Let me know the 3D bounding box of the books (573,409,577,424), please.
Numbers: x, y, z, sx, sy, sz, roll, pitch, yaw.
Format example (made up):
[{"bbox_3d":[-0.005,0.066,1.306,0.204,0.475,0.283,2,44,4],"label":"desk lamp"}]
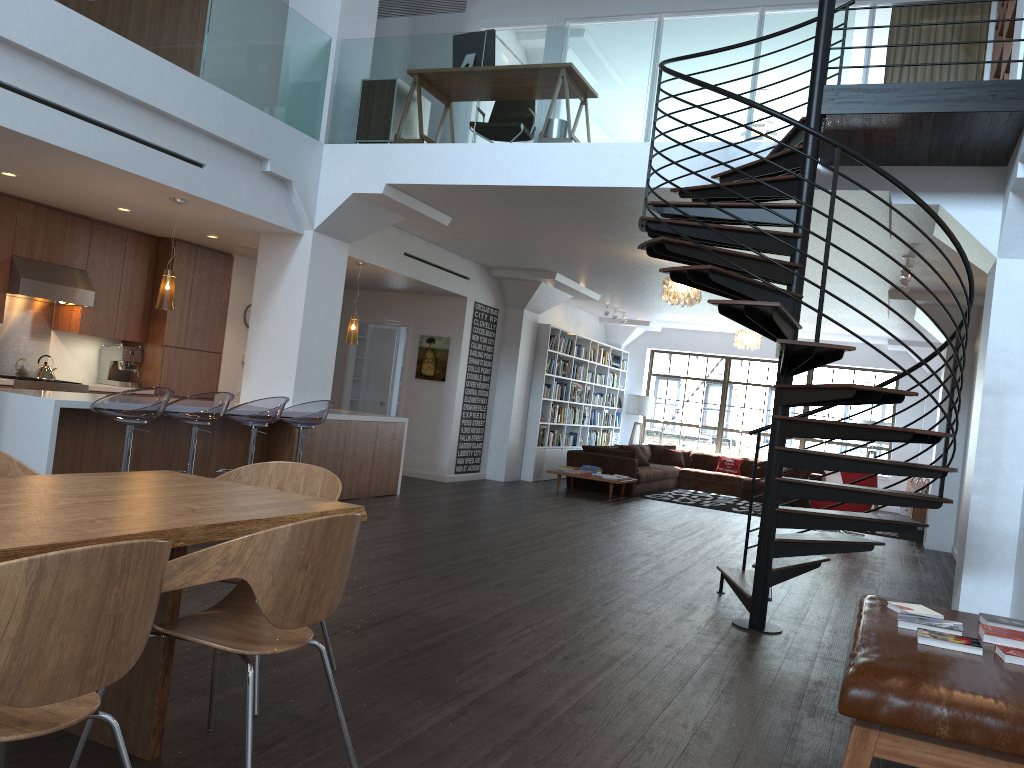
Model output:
[{"bbox_3d":[0.996,0.550,15.092,0.183,0.253,0.034,6,-1,23],"label":"books"}]

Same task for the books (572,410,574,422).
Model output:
[{"bbox_3d":[0.946,0.546,14.986,0.171,0.246,0.057,6,-1,23],"label":"books"}]

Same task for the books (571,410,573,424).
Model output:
[{"bbox_3d":[0.932,0.540,14.944,0.183,0.253,0.034,6,-1,23],"label":"books"}]

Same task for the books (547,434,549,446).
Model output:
[{"bbox_3d":[0.481,0.836,14.022,0.198,0.284,0.049,6,-1,23],"label":"books"}]

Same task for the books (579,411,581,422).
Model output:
[{"bbox_3d":[1.093,0.578,15.361,0.168,0.231,0.037,6,-1,23],"label":"books"}]

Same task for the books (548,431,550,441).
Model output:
[{"bbox_3d":[0.503,0.856,14.055,0.160,0.251,0.031,6,-1,23],"label":"books"}]

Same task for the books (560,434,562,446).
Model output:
[{"bbox_3d":[0.732,0.915,14.577,0.161,0.207,0.135,6,-1,23],"label":"books"}]

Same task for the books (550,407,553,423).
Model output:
[{"bbox_3d":[0.540,0.480,14.038,0.189,0.247,0.057,6,-1,23],"label":"books"}]

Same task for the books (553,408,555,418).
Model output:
[{"bbox_3d":[0.590,0.492,14.168,0.159,0.241,0.038,6,-1,23],"label":"books"}]

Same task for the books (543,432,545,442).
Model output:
[{"bbox_3d":[0.418,0.856,13.854,0.161,0.223,0.033,6,-1,23],"label":"books"}]

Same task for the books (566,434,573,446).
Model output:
[{"bbox_3d":[0.968,0.960,15.140,0.139,0.191,0.036,6,-1,23],"label":"books"}]

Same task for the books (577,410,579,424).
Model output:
[{"bbox_3d":[1.054,0.560,15.263,0.183,0.253,0.034,6,-1,23],"label":"books"}]

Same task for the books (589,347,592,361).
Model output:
[{"bbox_3d":[1.289,-0.537,15.519,0.183,0.253,0.042,6,-1,23],"label":"books"}]

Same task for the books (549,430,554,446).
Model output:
[{"bbox_3d":[0.575,0.865,14.227,0.183,0.253,0.042,6,-1,23],"label":"books"}]

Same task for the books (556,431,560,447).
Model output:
[{"bbox_3d":[0.672,0.881,14.445,0.183,0.253,0.042,6,-1,23],"label":"books"}]

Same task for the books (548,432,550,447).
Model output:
[{"bbox_3d":[0.522,0.872,14.080,0.161,0.223,0.032,6,-1,23],"label":"books"}]

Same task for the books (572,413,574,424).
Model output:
[{"bbox_3d":[0.963,0.560,15.024,0.161,0.223,0.027,6,-1,23],"label":"books"}]

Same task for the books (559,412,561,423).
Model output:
[{"bbox_3d":[0.708,0.516,14.447,0.168,0.231,0.037,6,-1,23],"label":"books"}]

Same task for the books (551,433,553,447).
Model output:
[{"bbox_3d":[0.568,0.889,14.189,0.161,0.223,0.030,6,-1,23],"label":"books"}]

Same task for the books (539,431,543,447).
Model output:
[{"bbox_3d":[0.369,0.840,13.714,0.174,0.240,0.054,6,-1,23],"label":"books"}]

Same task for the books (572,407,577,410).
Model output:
[{"bbox_3d":[1.003,0.533,15.127,0.176,0.290,0.036,6,-1,23],"label":"books"}]

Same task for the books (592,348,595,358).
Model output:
[{"bbox_3d":[1.372,-0.522,15.725,0.160,0.251,0.031,6,-1,23],"label":"books"}]

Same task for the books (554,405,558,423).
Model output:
[{"bbox_3d":[0.644,0.475,14.288,0.176,0.290,0.053,6,-1,23],"label":"books"}]

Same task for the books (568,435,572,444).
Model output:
[{"bbox_3d":[0.959,0.965,15.112,0.128,0.178,0.021,6,-1,23],"label":"books"}]

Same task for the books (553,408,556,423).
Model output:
[{"bbox_3d":[0.611,0.492,14.210,0.171,0.246,0.057,6,-1,23],"label":"books"}]

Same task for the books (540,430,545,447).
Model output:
[{"bbox_3d":[0.404,0.839,13.821,0.183,0.253,0.042,6,-1,23],"label":"books"}]

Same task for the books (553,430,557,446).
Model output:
[{"bbox_3d":[0.633,0.873,14.368,0.180,0.259,0.042,6,-1,23],"label":"books"}]

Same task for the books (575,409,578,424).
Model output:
[{"bbox_3d":[1.021,0.552,15.171,0.180,0.259,0.060,6,-1,23],"label":"books"}]

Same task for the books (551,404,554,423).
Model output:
[{"bbox_3d":[0.579,0.460,14.078,0.140,0.298,0.044,6,-1,23],"label":"books"}]

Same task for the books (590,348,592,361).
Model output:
[{"bbox_3d":[1.321,-0.522,15.599,0.174,0.236,0.136,6,-1,23],"label":"books"}]

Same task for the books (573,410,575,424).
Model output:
[{"bbox_3d":[0.970,0.553,15.060,0.174,0.240,0.045,6,-1,23],"label":"books"}]

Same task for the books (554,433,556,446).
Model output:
[{"bbox_3d":[0.620,0.875,14.330,0.160,0.251,0.039,6,-1,23],"label":"books"}]

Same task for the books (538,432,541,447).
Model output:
[{"bbox_3d":[0.350,0.845,13.674,0.161,0.223,0.032,6,-1,23],"label":"books"}]

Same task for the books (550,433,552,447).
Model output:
[{"bbox_3d":[0.552,0.877,14.162,0.161,0.223,0.033,6,-1,23],"label":"books"}]

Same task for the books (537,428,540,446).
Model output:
[{"bbox_3d":[0.310,0.809,13.616,0.198,0.284,0.049,6,-1,23],"label":"books"}]

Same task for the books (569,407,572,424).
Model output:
[{"bbox_3d":[0.900,0.516,14.876,0.176,0.290,0.053,6,-1,23],"label":"books"}]

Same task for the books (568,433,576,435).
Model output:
[{"bbox_3d":[1.023,0.962,15.314,0.144,0.207,0.048,6,-1,23],"label":"books"}]

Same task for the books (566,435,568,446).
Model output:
[{"bbox_3d":[0.861,0.947,14.906,0.134,0.184,0.030,6,-1,23],"label":"books"}]

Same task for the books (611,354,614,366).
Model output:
[{"bbox_3d":[1.830,-0.452,16.838,0.183,0.253,0.042,6,-1,23],"label":"books"}]

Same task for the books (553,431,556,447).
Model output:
[{"bbox_3d":[0.607,0.875,14.293,0.171,0.246,0.039,6,-1,23],"label":"books"}]

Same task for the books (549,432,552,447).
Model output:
[{"bbox_3d":[0.530,0.870,14.124,0.176,0.231,0.053,6,-1,23],"label":"books"}]

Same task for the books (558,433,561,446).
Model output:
[{"bbox_3d":[0.705,0.896,14.528,0.174,0.236,0.142,6,-1,23],"label":"books"}]

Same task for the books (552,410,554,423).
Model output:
[{"bbox_3d":[0.586,0.508,14.122,0.144,0.207,0.048,6,-1,23],"label":"books"}]

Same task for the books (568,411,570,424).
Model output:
[{"bbox_3d":[0.878,0.533,14.813,0.160,0.250,0.026,6,-1,23],"label":"books"}]

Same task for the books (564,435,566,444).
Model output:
[{"bbox_3d":[0.811,0.935,14.773,0.139,0.191,0.036,6,-1,23],"label":"books"}]

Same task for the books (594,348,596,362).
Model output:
[{"bbox_3d":[1.401,-0.518,15.784,0.160,0.251,0.039,6,-1,23],"label":"books"}]

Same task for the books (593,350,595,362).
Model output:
[{"bbox_3d":[1.390,-0.506,15.749,0.161,0.223,0.032,6,-1,23],"label":"books"}]

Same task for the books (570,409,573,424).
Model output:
[{"bbox_3d":[0.915,0.537,14.915,0.183,0.253,0.034,6,-1,23],"label":"books"}]

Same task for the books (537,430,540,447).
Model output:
[{"bbox_3d":[0.332,0.829,13.650,0.160,0.251,0.031,6,-1,23],"label":"books"}]

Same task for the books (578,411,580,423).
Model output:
[{"bbox_3d":[1.068,0.569,15.299,0.174,0.240,0.045,6,-1,23],"label":"books"}]

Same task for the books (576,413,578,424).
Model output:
[{"bbox_3d":[1.041,0.559,15.209,0.160,0.250,0.026,6,-1,23],"label":"books"}]

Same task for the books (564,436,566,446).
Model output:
[{"bbox_3d":[0.825,0.934,14.812,0.136,0.196,0.045,6,-1,23],"label":"books"}]

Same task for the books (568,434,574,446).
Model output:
[{"bbox_3d":[0.977,0.956,15.172,0.146,0.202,0.027,6,-1,23],"label":"books"}]

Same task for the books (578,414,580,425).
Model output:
[{"bbox_3d":[1.091,0.581,15.327,0.161,0.223,0.026,6,-1,23],"label":"books"}]

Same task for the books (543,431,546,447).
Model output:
[{"bbox_3d":[0.437,0.845,13.897,0.180,0.251,0.048,6,-1,23],"label":"books"}]

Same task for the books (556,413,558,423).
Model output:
[{"bbox_3d":[0.656,0.511,14.323,0.161,0.223,0.026,6,-1,23],"label":"books"}]

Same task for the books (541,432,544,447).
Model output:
[{"bbox_3d":[0.401,0.853,13.781,0.161,0.223,0.032,6,-1,23],"label":"books"}]

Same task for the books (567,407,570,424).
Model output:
[{"bbox_3d":[0.849,0.512,14.777,0.198,0.284,0.066,6,-1,23],"label":"books"}]

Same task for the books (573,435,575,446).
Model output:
[{"bbox_3d":[0.995,0.959,15.194,0.146,0.202,0.027,6,-1,23],"label":"books"}]
